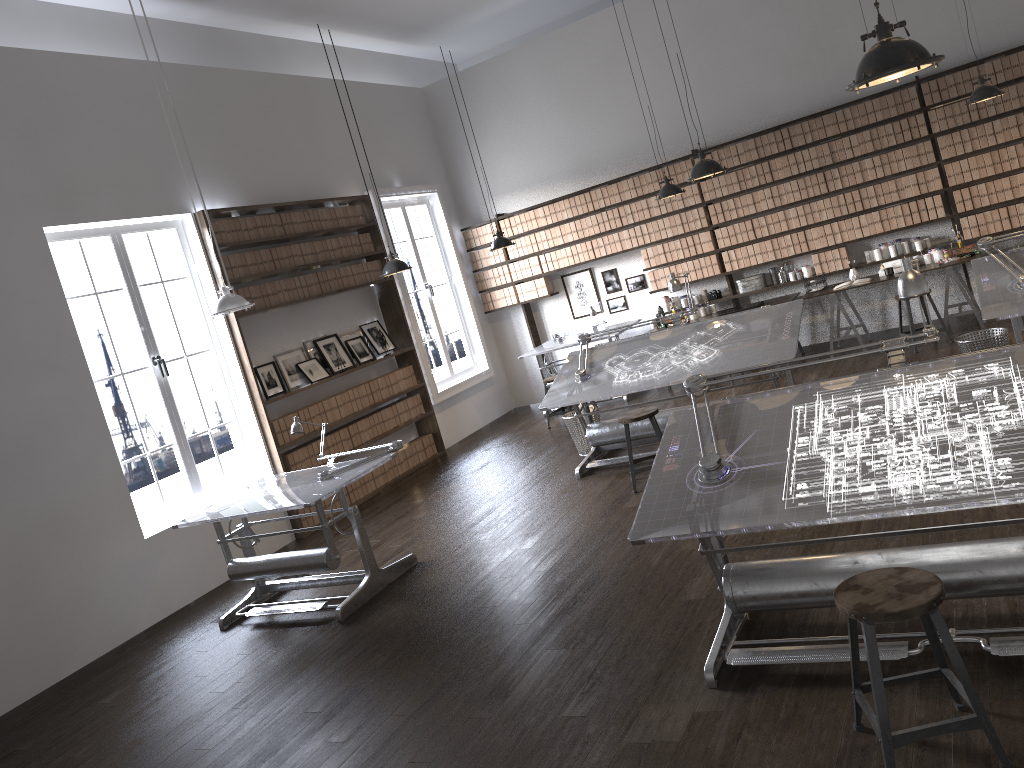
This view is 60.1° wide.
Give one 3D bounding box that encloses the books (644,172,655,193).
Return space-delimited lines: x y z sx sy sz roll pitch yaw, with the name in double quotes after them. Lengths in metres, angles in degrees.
1.602 -2.309 10.145 0.066 0.225 0.176 -14 6 29 "books"

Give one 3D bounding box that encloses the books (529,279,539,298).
0.309 -1.191 11.058 0.066 0.225 0.176 -14 6 29 "books"

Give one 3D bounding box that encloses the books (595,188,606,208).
1.072 -2.193 10.441 0.066 0.225 0.176 -14 6 29 "books"

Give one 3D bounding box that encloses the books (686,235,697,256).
2.063 -1.575 10.071 0.066 0.225 0.176 -14 6 29 "books"

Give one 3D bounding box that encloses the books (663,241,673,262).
1.820 -1.523 10.214 0.066 0.225 0.176 -14 6 29 "books"

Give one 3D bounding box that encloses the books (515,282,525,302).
0.137 -1.154 11.155 0.066 0.225 0.176 -14 6 29 "books"

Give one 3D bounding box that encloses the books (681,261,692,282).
2.022 -1.292 10.159 0.066 0.225 0.176 -14 6 29 "books"

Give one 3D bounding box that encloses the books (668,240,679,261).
1.881 -1.536 10.180 0.066 0.225 0.176 -14 6 29 "books"

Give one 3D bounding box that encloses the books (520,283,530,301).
0.200 -1.168 11.122 0.066 0.225 0.176 -14 6 29 "books"

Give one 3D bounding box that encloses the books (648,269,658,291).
1.670 -1.214 10.354 0.066 0.225 0.176 -14 6 29 "books"

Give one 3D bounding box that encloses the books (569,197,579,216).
0.774 -2.128 10.607 0.066 0.225 0.176 -14 6 29 "books"

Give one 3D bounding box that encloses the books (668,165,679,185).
1.844 -2.362 10.011 0.066 0.225 0.176 -14 6 29 "books"

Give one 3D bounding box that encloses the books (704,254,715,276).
2.256 -1.344 10.031 0.066 0.225 0.176 -14 6 29 "books"

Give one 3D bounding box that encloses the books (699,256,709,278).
2.200 -1.331 10.060 0.066 0.225 0.176 -14 6 29 "books"

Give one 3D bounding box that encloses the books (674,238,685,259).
1.939 -1.548 10.142 0.066 0.225 0.176 -14 6 29 "books"

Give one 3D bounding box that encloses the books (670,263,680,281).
1.904 -1.266 10.228 0.066 0.225 0.176 -14 6 29 "books"

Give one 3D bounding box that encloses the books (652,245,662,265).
1.706 -1.498 10.277 0.066 0.225 0.176 -14 6 29 "books"

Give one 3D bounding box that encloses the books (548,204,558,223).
0.534 -2.076 10.748 0.066 0.225 0.176 -14 6 29 "books"

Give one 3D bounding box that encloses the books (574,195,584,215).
0.830 -2.141 10.580 0.066 0.225 0.176 -14 6 29 "books"

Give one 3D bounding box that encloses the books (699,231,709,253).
2.193 -1.604 10.002 0.066 0.225 0.176 -14 6 29 "books"

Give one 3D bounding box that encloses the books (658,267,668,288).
1.782 -1.239 10.295 0.066 0.225 0.176 -14 6 29 "books"

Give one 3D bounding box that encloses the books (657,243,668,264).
1.761 -1.509 10.241 0.066 0.225 0.176 -14 6 29 "books"

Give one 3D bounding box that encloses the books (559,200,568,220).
0.652 -2.102 10.679 0.066 0.225 0.176 -14 6 29 "books"

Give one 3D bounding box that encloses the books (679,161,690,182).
1.962 -2.388 9.943 0.066 0.225 0.176 -14 6 29 "books"

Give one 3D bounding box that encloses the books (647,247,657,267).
1.651 -1.486 10.306 0.066 0.225 0.176 -14 6 29 "books"

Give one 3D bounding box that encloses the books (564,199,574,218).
0.713 -2.114 10.642 0.066 0.225 0.176 -14 6 29 "books"

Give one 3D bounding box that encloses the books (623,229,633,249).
1.389 -1.702 10.392 0.066 0.225 0.176 -14 6 29 "books"

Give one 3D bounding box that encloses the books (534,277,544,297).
0.371 -1.206 11.030 0.066 0.225 0.176 -14 6 29 "books"

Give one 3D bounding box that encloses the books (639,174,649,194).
1.544 -2.297 10.182 0.066 0.225 0.176 -14 6 29 "books"

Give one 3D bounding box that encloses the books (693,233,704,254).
2.129 -1.591 10.041 0.066 0.225 0.176 -14 6 29 "books"

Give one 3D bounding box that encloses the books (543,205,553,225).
0.473 -2.062 10.778 0.066 0.225 0.176 -14 6 29 "books"

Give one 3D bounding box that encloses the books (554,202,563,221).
0.595 -2.090 10.716 0.066 0.225 0.176 -14 6 29 "books"

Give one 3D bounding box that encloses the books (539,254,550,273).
0.431 -1.493 10.931 0.066 0.225 0.176 -14 6 29 "books"

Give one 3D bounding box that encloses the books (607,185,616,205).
1.195 -2.221 10.377 0.066 0.225 0.176 -14 6 29 "books"

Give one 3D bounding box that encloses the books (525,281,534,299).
0.254 -1.180 11.094 0.066 0.225 0.176 -14 6 29 "books"

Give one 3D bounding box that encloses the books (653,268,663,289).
1.729 -1.228 10.326 0.066 0.225 0.176 -14 6 29 "books"

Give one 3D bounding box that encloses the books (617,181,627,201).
1.309 -2.245 10.312 0.066 0.225 0.176 -14 6 29 "books"

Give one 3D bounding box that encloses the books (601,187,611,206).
1.134 -2.207 10.411 0.066 0.225 0.176 -14 6 29 "books"

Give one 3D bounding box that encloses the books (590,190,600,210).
1.014 -2.181 10.480 0.066 0.225 0.176 -14 6 29 "books"

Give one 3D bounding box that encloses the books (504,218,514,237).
-0.002 -1.958 11.045 0.066 0.225 0.176 -14 6 29 "books"

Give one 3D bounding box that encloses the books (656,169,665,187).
1.724 -2.335 10.073 0.066 0.225 0.176 -14 6 29 "books"

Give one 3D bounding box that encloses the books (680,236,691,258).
2.002 -1.563 10.112 0.066 0.225 0.176 -14 6 29 "books"

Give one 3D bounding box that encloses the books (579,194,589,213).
0.887 -2.153 10.551 0.066 0.225 0.176 -14 6 29 "books"

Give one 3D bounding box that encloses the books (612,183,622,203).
1.250 -2.232 10.340 0.066 0.225 0.176 -14 6 29 "books"

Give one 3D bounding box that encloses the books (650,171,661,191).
1.662 -2.322 10.107 0.066 0.225 0.176 -14 6 29 "books"

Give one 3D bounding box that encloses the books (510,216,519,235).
0.064 -1.973 11.014 0.066 0.225 0.176 -14 6 29 "books"

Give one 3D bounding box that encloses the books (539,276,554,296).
0.430 -1.219 10.995 0.066 0.225 0.176 -14 6 29 "books"

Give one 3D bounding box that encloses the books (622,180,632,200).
1.362 -2.257 10.280 0.066 0.225 0.176 -14 6 29 "books"

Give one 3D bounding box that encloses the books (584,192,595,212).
0.947 -2.166 10.511 0.066 0.225 0.176 -14 6 29 "books"

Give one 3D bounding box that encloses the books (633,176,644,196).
1.484 -2.284 10.214 0.066 0.225 0.176 -14 6 29 "books"

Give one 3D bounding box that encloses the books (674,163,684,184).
1.904 -2.376 9.979 0.066 0.225 0.176 -14 6 29 "books"

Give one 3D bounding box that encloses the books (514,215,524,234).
0.123 -1.986 10.976 0.066 0.225 0.176 -14 6 29 "books"

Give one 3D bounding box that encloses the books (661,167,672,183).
1.780 -2.348 10.046 0.066 0.225 0.176 -14 6 29 "books"

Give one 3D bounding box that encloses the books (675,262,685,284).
1.964 -1.280 10.196 0.066 0.225 0.176 -14 6 29 "books"

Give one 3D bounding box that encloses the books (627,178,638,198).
1.422 -2.270 10.244 0.066 0.225 0.176 -14 6 29 "books"

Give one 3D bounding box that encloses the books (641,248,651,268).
1.589 -1.472 10.339 0.066 0.225 0.176 -14 6 29 "books"

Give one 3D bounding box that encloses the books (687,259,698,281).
2.082 -1.305 10.122 0.066 0.225 0.176 -14 6 29 "books"

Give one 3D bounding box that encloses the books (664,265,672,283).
1.842 -1.252 10.258 0.066 0.225 0.176 -14 6 29 "books"

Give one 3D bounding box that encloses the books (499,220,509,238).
-0.063 -1.946 11.085 0.066 0.225 0.176 -14 6 29 "books"

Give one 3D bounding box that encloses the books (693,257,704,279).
2.144 -1.318 10.087 0.066 0.225 0.176 -14 6 29 "books"
